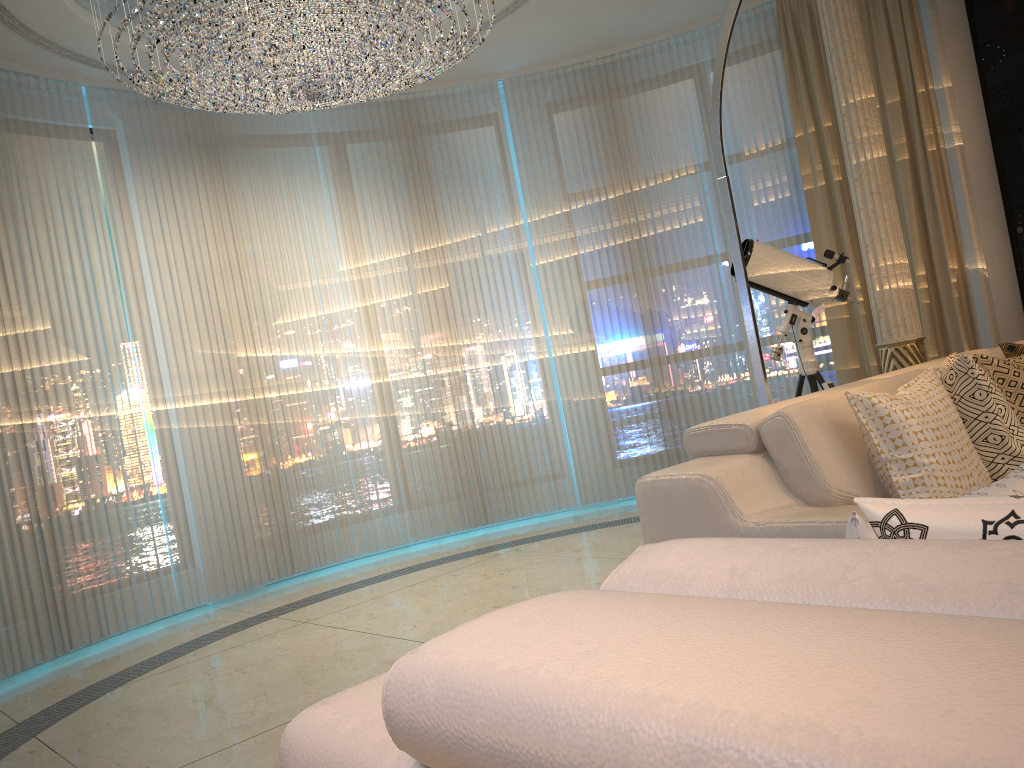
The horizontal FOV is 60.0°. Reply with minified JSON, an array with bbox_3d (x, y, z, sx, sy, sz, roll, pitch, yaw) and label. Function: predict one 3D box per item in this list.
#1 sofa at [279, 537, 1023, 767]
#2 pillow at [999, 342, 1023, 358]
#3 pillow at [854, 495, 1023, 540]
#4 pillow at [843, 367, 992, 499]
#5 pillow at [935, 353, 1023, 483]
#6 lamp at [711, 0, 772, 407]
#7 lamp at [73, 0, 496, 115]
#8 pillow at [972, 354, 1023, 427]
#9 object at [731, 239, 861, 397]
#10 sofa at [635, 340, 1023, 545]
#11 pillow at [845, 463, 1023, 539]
[{"bbox_3d":[0.949,0.387,0.410,1.145,0.754,2.328,-10,0,-41],"label":"sofa"},{"bbox_3d":[1.978,-0.004,3.047,0.575,0.436,0.301,-11,0,-10],"label":"pillow"},{"bbox_3d":[0.588,0.232,0.653,0.255,0.399,0.526,-10,0,-41],"label":"pillow"},{"bbox_3d":[1.102,0.163,2.368,0.463,0.380,0.222,-10,0,-36],"label":"pillow"},{"bbox_3d":[1.380,0.111,2.650,0.288,0.429,0.587,-11,0,24],"label":"pillow"},{"bbox_3d":[1.484,-0.600,2.595,0.393,2.519,2.009,-10,0,-41],"label":"lamp"},{"bbox_3d":[-0.996,-1.702,4.233,2.109,0.685,2.109,-11,0,4],"label":"lamp"},{"bbox_3d":[1.663,0.053,2.803,0.575,0.436,0.301,-10,0,-35],"label":"pillow"},{"bbox_3d":[1.587,-0.074,4.562,0.616,1.471,0.570,-10,0,-35],"label":"object"},{"bbox_3d":[1.573,0.283,2.673,2.328,0.754,1.145,-10,0,-41],"label":"sofa"},{"bbox_3d":[0.597,0.260,1.039,0.521,0.325,0.281,-10,0,-31],"label":"pillow"}]
